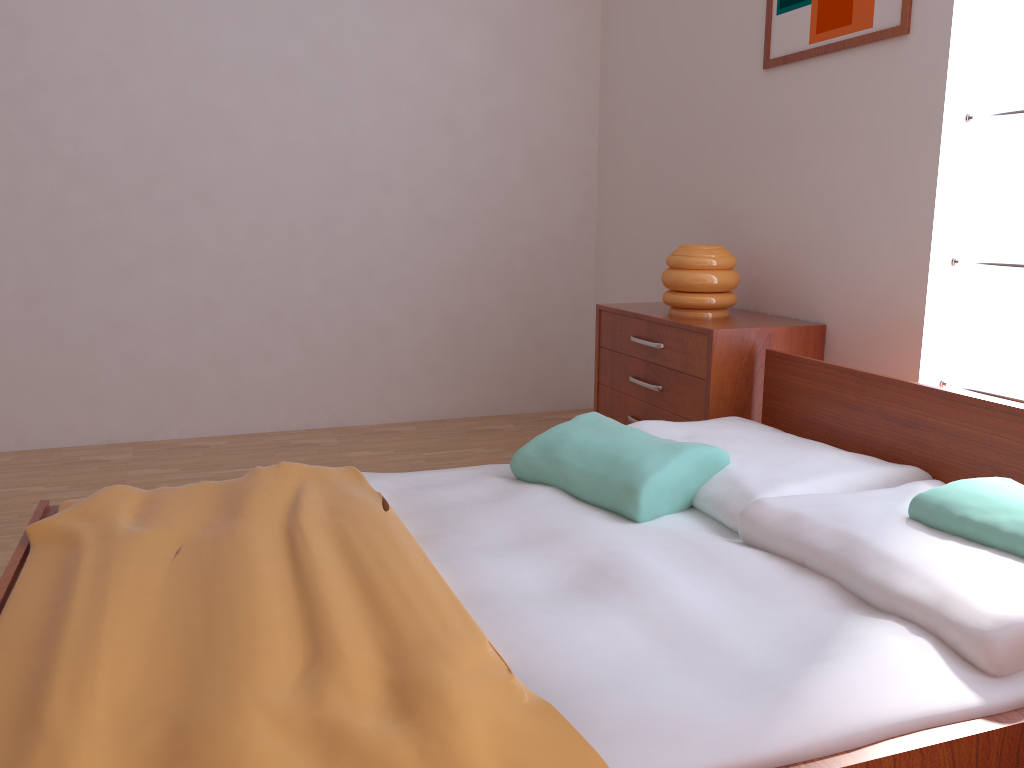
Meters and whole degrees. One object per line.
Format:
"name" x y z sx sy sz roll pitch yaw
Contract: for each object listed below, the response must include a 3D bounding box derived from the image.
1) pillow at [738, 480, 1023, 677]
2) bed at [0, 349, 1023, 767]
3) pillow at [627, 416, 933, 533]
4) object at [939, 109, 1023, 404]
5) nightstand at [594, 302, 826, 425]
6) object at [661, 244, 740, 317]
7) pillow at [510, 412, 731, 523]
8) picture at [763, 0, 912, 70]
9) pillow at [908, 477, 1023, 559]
"pillow" 0.834 0.331 1.622 0.574 0.182 0.630 -4 12 -21
"bed" 0.111 0.365 1.661 1.990 0.560 1.632 -4 11 -20
"pillow" 0.582 0.212 2.245 0.574 0.157 0.682 -5 12 -26
"object" 1.577 -0.682 1.298 0.033 1.815 2.205 -4 11 -20
"nightstand" 0.641 0.062 3.137 0.428 0.626 0.815 -4 11 -20
"object" 0.646 -0.355 3.044 0.264 0.244 0.264 0 11 -3
"pillow" 0.256 0.192 2.119 0.334 0.164 0.425 -10 15 -43
"picture" 0.969 -1.257 2.645 0.030 0.517 0.645 -4 11 -20
"pillow" 0.922 0.250 1.577 0.276 0.116 0.322 -4 12 -23
